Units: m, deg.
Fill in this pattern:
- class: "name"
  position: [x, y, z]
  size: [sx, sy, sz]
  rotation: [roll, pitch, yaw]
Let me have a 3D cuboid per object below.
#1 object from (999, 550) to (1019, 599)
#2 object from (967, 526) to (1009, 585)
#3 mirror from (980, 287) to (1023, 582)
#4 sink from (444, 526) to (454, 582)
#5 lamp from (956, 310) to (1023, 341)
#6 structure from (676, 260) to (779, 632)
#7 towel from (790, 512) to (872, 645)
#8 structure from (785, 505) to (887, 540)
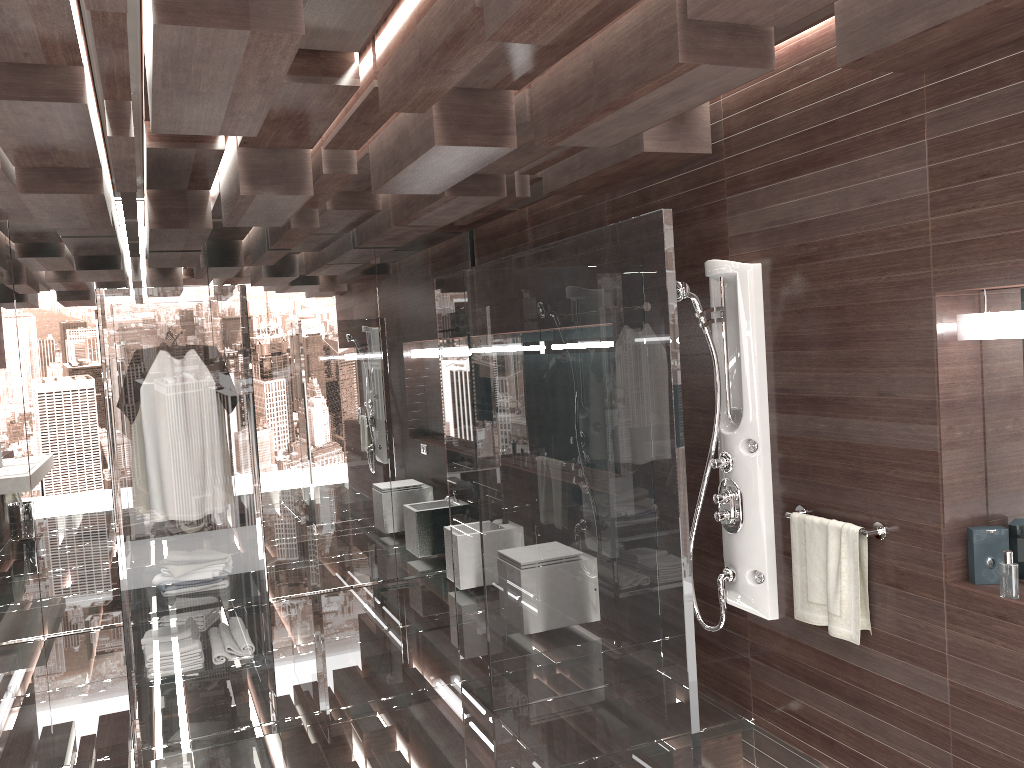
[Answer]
- class: "object"
  position: [1.474, 0.564, 2.631]
  size: [0.027, 0.139, 0.052]
  rotation: [-6, 3, -37]
- class: "object"
  position: [1.499, 0.539, 2.789]
  size: [0.105, 0.173, 0.048]
  rotation: [-3, 3, 6]
- class: "mirror"
  position: [-0.960, 0.285, 3.500]
  size: [4.126, 0.916, 5.081]
  rotation: [-5, 3, -22]
- class: "sink"
  position: [-0.183, 1.104, 6.073]
  size: [0.469, 0.456, 0.357]
  rotation: [-5, 3, -22]
- class: "lamp"
  position: [1.605, -0.171, 2.340]
  size: [0.082, 0.082, 0.950]
  rotation: [-5, 3, -22]
- class: "structure"
  position: [0.855, 0.271, 3.706]
  size: [0.354, 1.560, 0.323]
  rotation: [-4, 3, -2]
- class: "towel"
  position: [1.140, 0.693, 3.209]
  size: [0.097, 0.414, 0.352]
  rotation: [-5, 3, -29]
- class: "structure"
  position: [1.157, 0.503, 3.215]
  size: [0.071, 0.061, 0.455]
  rotation: [-5, 3, -22]
